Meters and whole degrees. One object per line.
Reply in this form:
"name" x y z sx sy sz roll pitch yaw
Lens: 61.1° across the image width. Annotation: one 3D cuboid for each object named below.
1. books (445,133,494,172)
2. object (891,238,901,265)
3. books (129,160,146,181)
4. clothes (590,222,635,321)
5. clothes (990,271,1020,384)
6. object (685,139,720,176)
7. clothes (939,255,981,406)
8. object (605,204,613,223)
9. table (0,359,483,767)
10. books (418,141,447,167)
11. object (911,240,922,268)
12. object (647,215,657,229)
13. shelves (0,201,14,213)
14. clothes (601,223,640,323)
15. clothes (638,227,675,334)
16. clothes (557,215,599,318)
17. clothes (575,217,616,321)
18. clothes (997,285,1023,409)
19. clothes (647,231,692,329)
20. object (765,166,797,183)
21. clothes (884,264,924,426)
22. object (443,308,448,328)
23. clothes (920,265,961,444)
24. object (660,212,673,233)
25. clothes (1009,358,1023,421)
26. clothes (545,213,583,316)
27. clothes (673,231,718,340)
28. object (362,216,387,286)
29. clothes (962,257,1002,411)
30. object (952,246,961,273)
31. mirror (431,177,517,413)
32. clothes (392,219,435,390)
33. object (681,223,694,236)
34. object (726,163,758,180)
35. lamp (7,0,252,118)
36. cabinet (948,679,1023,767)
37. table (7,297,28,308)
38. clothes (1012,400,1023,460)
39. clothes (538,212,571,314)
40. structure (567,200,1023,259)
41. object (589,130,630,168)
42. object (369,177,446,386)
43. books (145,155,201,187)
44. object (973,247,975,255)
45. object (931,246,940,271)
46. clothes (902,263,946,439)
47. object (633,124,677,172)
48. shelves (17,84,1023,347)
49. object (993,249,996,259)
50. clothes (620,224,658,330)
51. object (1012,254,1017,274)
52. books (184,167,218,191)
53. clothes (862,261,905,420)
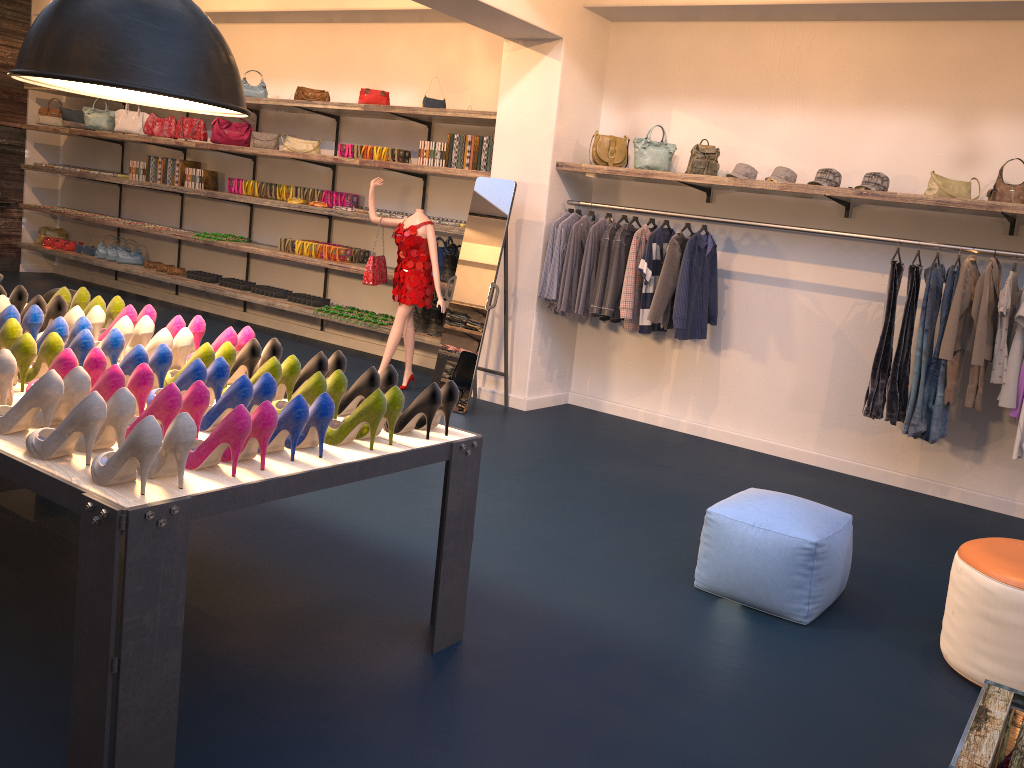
"books" -0.238 -1.929 7.318 0.599 0.285 0.257 13 10 30
"object" 2.481 -0.851 5.582 0.013 0.175 0.251 11 10 35
"books" -4.130 -2.388 9.770 0.297 0.208 0.194 13 10 33
"clothes" 0.821 -0.849 6.605 0.119 0.747 0.710 11 9 37
"clothes" 3.013 -0.341 5.267 0.109 0.679 0.592 11 9 34
"object" 1.373 -1.667 6.403 0.266 0.281 0.345 0 11 -39
"clothes" 2.804 -0.333 5.403 0.173 0.938 0.559 10 8 31
"object" 0.738 -1.266 6.642 0.009 0.217 0.465 11 10 35
"table" -1.510 0.348 3.120 2.371 0.733 1.333 14 12 32
"books" -0.635 -1.981 7.522 0.297 0.208 0.194 13 10 33
"object" 2.584 -0.825 5.520 0.013 0.175 0.251 11 10 35
"object" 1.041 -1.194 6.474 0.009 0.217 0.465 11 10 35
"shelves" -6.290 -2.135 10.410 0.229 0.155 0.487 14 12 34
"clothes" 0.898 -0.830 6.558 0.119 0.747 0.710 11 9 37
"clothes" 1.096 -0.770 6.454 0.115 0.787 0.611 11 9 36
"clothes" 0.582 -0.919 6.763 0.177 0.794 0.567 10 8 31
"clothes" 0.709 -0.887 6.686 0.177 0.794 0.567 10 8 31
"clothes" 3.079 -0.273 5.232 0.131 0.824 0.554 11 9 38
"clothes" 1.232 -0.755 6.377 0.162 0.728 0.757 11 9 33
"object" 1.872 -1.453 6.042 0.252 0.124 0.176 3 10 -21
"clothes" 2.539 -0.247 5.575 0.138 1.038 0.247 11 8 34
"object" -0.474 -0.560 7.519 0.151 0.352 0.370 11 10 34
"clothes" 2.708 -0.192 5.506 0.216 1.126 0.223 12 8 40
"object" 1.137 -1.170 6.416 0.009 0.217 0.465 11 10 35
"clothes" 3.115 -0.174 5.218 0.086 0.868 0.357 11 8 36
"clothes" 0.449 -0.935 6.800 0.114 0.807 0.584 11 9 35
"clothes" 1.356 -0.714 6.301 0.163 0.789 0.728 11 9 34
"object" -1.062 -1.065 6.906 0.088 0.548 0.329 8 7 13
"clothes" 2.887 -0.311 5.346 0.173 0.938 0.559 10 8 31
"object" 2.780 -0.776 5.400 0.013 0.175 0.251 11 10 35
"mirror" -0.242 -0.696 6.649 0.471 1.749 0.563 11 8 33
"clothes" -0.829 -0.627 6.910 0.332 1.373 0.486 9 7 21
"object" 1.276 -1.131 6.320 0.009 0.217 0.465 11 10 35
"object" 1.637 -1.512 6.185 0.252 0.124 0.176 3 10 -21
"lamp" -1.176 -1.763 2.827 0.661 1.632 0.745 10 8 25
"cabinet" 1.191 1.058 1.800 0.520 0.543 0.508 12 10 33
"table" -3.511 -0.152 4.339 2.371 0.733 1.333 14 12 32
"clothes" 3.159 -0.090 5.201 0.122 1.099 0.539 11 8 34
"clothes" 0.396 -0.949 6.832 0.114 0.807 0.584 11 9 35
"structure" 3.841 -0.580 4.757 8.141 0.038 0.042 14 11 31
"object" 0.772 -1.806 6.733 0.342 0.281 0.191 2 9 -28
"object" -0.820 -0.770 6.903 0.730 1.649 0.356 8 6 9
"books" -3.734 -2.337 9.566 0.599 0.285 0.257 13 10 30
"object" 2.841 -0.759 5.361 0.016 0.177 0.438 11 10 36
"object" 2.677 -0.802 5.463 0.013 0.175 0.251 11 10 35
"clothes" 2.604 -0.199 5.471 0.151 1.126 0.240 8 6 16
"object" 1.086 -1.789 6.605 0.389 0.363 0.167 4 8 -21
"shelves" -1.856 -0.573 3.299 15.729 2.202 9.325 14 13 32
"object" 2.937 -0.734 5.297 0.016 0.177 0.438 11 10 36
"clothes" 1.012 -0.801 6.508 0.163 0.789 0.728 11 9 34
"object" 3.034 -0.690 5.244 0.009 0.217 0.465 11 10 35
"books" -3.345 -2.201 9.344 0.308 0.211 0.196 13 10 31
"clothes" 2.408 -0.281 5.636 0.138 1.038 0.247 11 8 34
